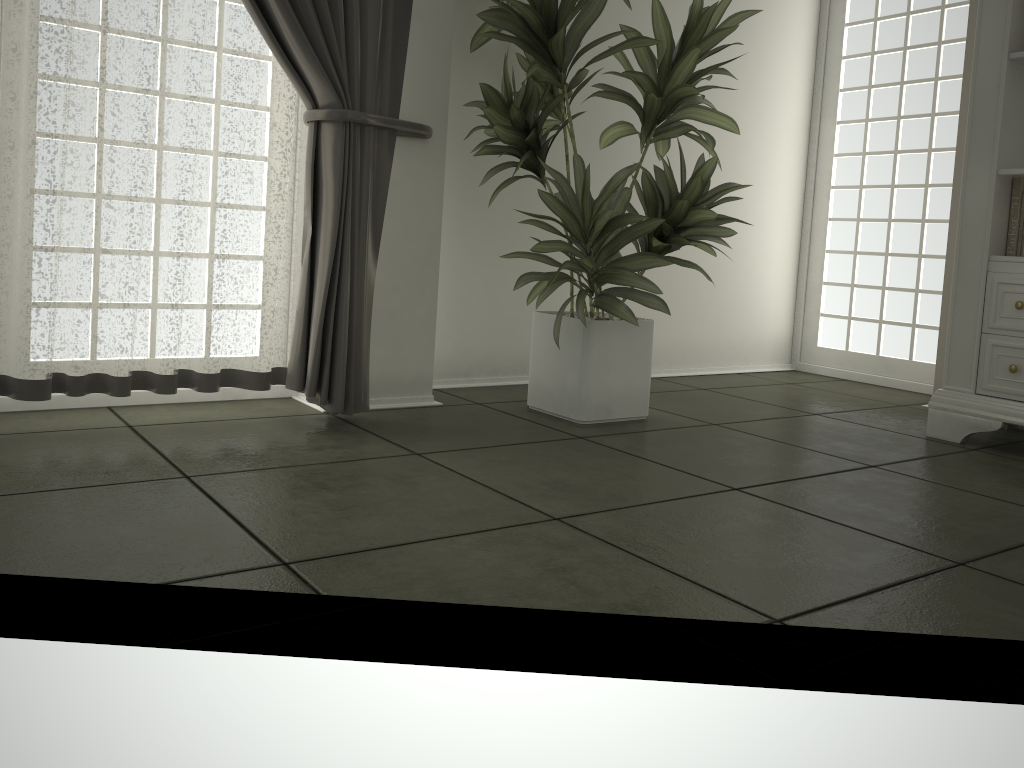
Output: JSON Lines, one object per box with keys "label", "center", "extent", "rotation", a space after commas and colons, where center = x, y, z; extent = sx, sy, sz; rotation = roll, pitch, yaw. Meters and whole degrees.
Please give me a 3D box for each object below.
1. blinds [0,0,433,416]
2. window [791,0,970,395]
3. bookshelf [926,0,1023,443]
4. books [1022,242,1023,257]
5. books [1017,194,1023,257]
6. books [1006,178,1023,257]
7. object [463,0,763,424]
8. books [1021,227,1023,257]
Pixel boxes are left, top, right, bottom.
{"label": "blinds", "center": [-1.736, -1.134, 1.961], "extent": [3.661, 2.586, 0.665], "rotation": [-2, 6, -36]}
{"label": "window", "center": [1.916, -1.234, 4.378], "extent": [0.058, 2.485, 1.008], "rotation": [1, 5, -36]}
{"label": "bookshelf", "center": [2.096, -0.898, 2.816], "extent": [0.624, 2.329, 1.159], "rotation": [1, 5, -36]}
{"label": "books", "center": [1.839, -0.546, 3.059], "extent": [0.176, 0.223, 0.040], "rotation": [0, 5, -36]}
{"label": "books", "center": [1.824, -0.550, 3.098], "extent": [0.155, 0.217, 0.012], "rotation": [0, 5, -36]}
{"label": "books", "center": [1.808, -0.582, 3.111], "extent": [0.168, 0.275, 0.029], "rotation": [0, 5, -36]}
{"label": "object", "center": [0.339, -0.939, 3.166], "extent": [1.160, 2.083, 1.048], "rotation": [2, 5, -18]}
{"label": "books", "center": [1.825, -0.555, 3.081], "extent": [0.138, 0.233, 0.012], "rotation": [0, 5, -36]}
